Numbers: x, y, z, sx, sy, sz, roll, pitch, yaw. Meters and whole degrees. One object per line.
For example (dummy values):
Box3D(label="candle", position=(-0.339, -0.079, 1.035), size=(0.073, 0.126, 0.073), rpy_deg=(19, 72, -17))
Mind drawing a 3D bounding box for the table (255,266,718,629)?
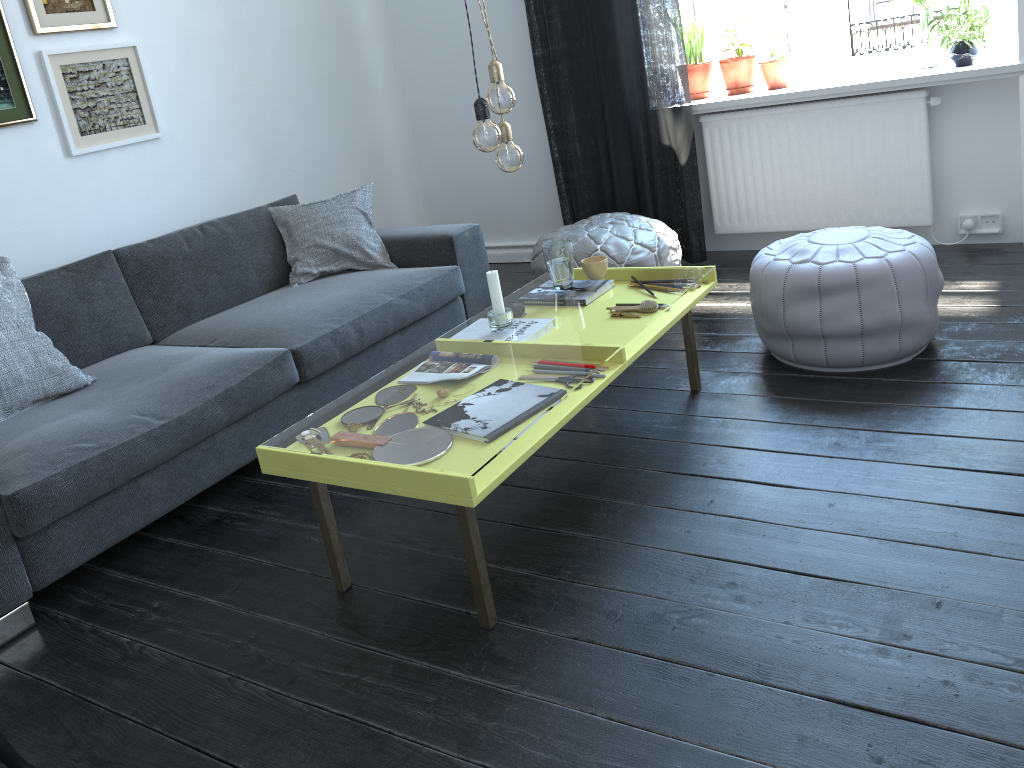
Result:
Box3D(label="table", position=(0.065, 0.070, 2.448), size=(0.601, 0.387, 1.446), rpy_deg=(2, 23, 33))

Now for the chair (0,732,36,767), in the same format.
Box3D(label="chair", position=(-1.196, 0.474, 1.146), size=(0.909, 0.976, 0.628), rpy_deg=(-14, 17, -10))

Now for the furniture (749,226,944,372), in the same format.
Box3D(label="furniture", position=(1.130, -0.307, 2.996), size=(0.614, 0.407, 0.630), rpy_deg=(0, 21, 28))

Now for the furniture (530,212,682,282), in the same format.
Box3D(label="furniture", position=(0.418, -0.558, 3.978), size=(0.680, 0.371, 0.701), rpy_deg=(3, 23, 33))

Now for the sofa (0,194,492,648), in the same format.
Box3D(label="sofa", position=(-1.143, -0.146, 3.150), size=(1.085, 0.702, 2.449), rpy_deg=(2, 23, 33))

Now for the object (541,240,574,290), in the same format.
Box3D(label="object", position=(0.155, -0.383, 2.847), size=(0.098, 0.142, 0.100), rpy_deg=(-12, 17, -4))

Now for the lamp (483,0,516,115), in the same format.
Box3D(label="lamp", position=(-0.151, -1.372, 2.040), size=(0.074, 1.454, 0.076), rpy_deg=(-13, 15, -8))

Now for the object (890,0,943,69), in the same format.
Box3D(label="object", position=(1.813, -1.665, 3.844), size=(0.328, 0.549, 0.405), rpy_deg=(-11, 17, -1))

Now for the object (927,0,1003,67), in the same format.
Box3D(label="object", position=(1.905, -1.488, 3.703), size=(0.285, 0.286, 0.294), rpy_deg=(4, 22, 37))

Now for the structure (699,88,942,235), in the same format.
Box3D(label="structure", position=(1.415, -0.991, 4.077), size=(1.065, 0.610, 0.075), rpy_deg=(3, 20, 34))

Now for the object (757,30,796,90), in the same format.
Box3D(label="object", position=(1.272, -1.552, 4.205), size=(0.194, 0.269, 0.182), rpy_deg=(-10, 16, 2))

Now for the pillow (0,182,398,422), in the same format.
Box3D(label="pillow", position=(-1.239, -0.397, 3.203), size=(0.479, 0.477, 2.117), rpy_deg=(3, 24, 37))

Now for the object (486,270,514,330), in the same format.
Box3D(label="object", position=(-0.044, -0.247, 2.547), size=(0.075, 0.168, 0.076), rpy_deg=(-16, 17, -19))

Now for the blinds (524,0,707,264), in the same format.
Box3D(label="blinds", position=(0.363, -1.990, 4.145), size=(0.804, 2.888, 0.115), rpy_deg=(0, 18, 33))

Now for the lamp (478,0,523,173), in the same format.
Box3D(label="lamp", position=(-0.126, -1.245, 2.120), size=(0.075, 1.454, 0.090), rpy_deg=(-19, 17, -30))

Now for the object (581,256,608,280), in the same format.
Box3D(label="object", position=(0.273, -0.376, 2.885), size=(0.088, 0.065, 0.088), rpy_deg=(-19, 20, -25))

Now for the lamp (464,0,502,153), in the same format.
Box3D(label="lamp", position=(-0.179, -1.271, 2.015), size=(0.086, 1.454, 0.076), rpy_deg=(-12, 15, -3))

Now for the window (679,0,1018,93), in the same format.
Box3D(label="window", position=(1.427, -2.419, 4.053), size=(1.569, 1.929, 0.110), rpy_deg=(1, 19, 34))

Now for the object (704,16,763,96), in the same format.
Box3D(label="object", position=(1.104, -1.614, 4.320), size=(0.259, 0.359, 0.240), rpy_deg=(7, 24, 45))

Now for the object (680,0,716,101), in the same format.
Box3D(label="object", position=(0.922, -1.688, 4.423), size=(0.299, 0.485, 0.345), rpy_deg=(-5, 17, 17))
